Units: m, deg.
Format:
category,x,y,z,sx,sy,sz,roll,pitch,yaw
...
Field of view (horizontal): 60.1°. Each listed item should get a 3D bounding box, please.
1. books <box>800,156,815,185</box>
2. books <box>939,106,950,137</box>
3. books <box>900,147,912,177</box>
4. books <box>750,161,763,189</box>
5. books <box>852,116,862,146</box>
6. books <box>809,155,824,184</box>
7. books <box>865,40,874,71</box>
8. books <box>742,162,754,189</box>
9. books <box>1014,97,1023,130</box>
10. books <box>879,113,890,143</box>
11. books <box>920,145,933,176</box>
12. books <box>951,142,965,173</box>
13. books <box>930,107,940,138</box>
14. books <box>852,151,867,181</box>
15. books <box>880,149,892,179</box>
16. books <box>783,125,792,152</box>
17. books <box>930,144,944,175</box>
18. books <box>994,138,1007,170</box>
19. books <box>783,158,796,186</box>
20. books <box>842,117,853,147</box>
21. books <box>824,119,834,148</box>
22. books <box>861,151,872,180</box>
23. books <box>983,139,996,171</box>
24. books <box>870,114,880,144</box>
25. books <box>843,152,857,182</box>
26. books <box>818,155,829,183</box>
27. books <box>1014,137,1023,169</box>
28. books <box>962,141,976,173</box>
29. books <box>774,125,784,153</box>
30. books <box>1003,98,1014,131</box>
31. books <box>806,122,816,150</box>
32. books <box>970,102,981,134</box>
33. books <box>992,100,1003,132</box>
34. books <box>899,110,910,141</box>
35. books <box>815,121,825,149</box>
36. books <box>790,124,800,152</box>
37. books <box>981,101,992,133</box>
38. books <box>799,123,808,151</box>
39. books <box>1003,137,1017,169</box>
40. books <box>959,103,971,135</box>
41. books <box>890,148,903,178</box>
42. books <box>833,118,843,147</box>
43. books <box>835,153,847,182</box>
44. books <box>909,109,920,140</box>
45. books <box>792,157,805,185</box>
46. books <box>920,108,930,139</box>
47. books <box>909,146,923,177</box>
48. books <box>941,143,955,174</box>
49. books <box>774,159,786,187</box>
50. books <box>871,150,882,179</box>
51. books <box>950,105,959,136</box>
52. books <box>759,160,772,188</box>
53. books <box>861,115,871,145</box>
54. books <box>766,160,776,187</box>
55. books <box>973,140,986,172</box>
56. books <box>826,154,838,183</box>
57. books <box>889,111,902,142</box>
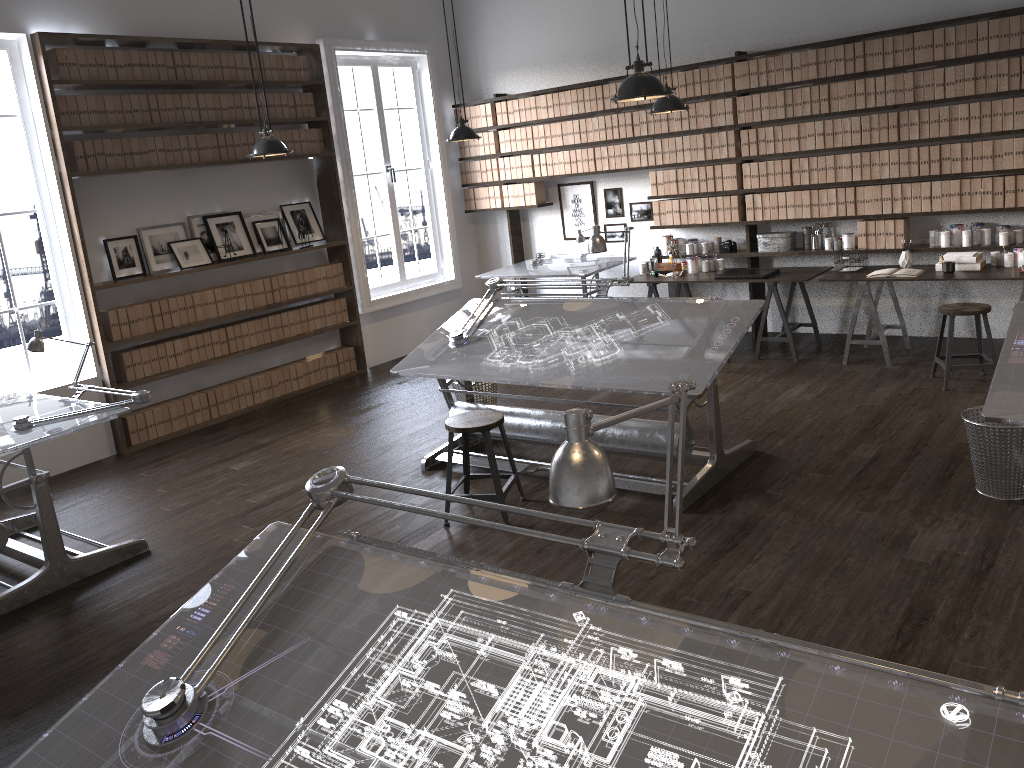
category,x,y,z,sx,sy,sz,roll,pitch,yaw
books,2.434,-1.748,7.276,0.067,0.223,0.176,2,15,37
books,3.234,-1.950,6.583,0.067,0.223,0.176,2,15,37
books,3.041,-1.700,6.809,0.067,0.223,0.176,2,15,37
books,2.099,-1.774,7.531,0.067,0.223,0.176,2,15,37
books,2.734,-1.989,6.967,0.067,0.223,0.176,2,15,37
books,2.493,-1.745,7.237,0.067,0.223,0.176,2,15,37
books,2.769,-2.517,6.795,0.067,0.223,0.176,2,15,37
books,2.044,-1.779,7.578,0.067,0.223,0.176,2,15,37
books,3.618,-1.920,6.288,0.067,0.223,0.176,2,15,37
books,2.898,-1.979,6.849,0.067,0.223,0.176,2,15,37
books,3.155,-1.693,6.729,0.067,0.223,0.176,2,15,37
books,3.327,-1.679,6.592,0.067,0.223,0.176,2,15,37
books,3.185,-1.956,6.629,0.067,0.223,0.176,2,15,37
books,2.760,-1.723,7.026,0.067,0.223,0.176,2,15,37
books,2.928,-1.710,6.899,0.067,0.223,0.176,2,15,37
books,2.300,-2.025,7.307,0.067,0.223,0.176,2,15,37
books,3.210,-1.687,6.680,0.067,0.223,0.176,2,15,37
books,3.547,-1.662,6.426,0.067,0.223,0.176,2,15,37
books,2.318,-1.757,7.365,0.067,0.223,0.176,2,15,37
books,2.679,-1.995,7.013,0.067,0.223,0.176,2,15,37
books,2.569,-2.004,7.100,0.067,0.223,0.176,2,15,37
books,2.818,-1.719,6.986,0.067,0.223,0.176,2,15,37
books,3.492,-1.665,6.463,0.067,0.223,0.176,2,15,37
books,2.844,-1.982,6.887,0.067,0.223,0.176,2,15,37
books,2.704,-1.728,7.071,0.067,0.223,0.176,2,15,37
books,2.549,-1.741,7.193,0.067,0.223,0.176,2,15,37
books,3.648,-1.653,6.345,0.067,0.223,0.176,2,15,37
books,3.385,-1.675,6.552,0.067,0.223,0.176,2,15,37
books,2.244,-2.030,7.350,0.067,0.223,0.176,2,15,37
books,3.563,-1.926,6.335,0.067,0.223,0.176,2,15,37
books,2.455,-2.012,7.185,0.067,0.223,0.176,2,15,37
books,3.395,-1.938,6.461,0.067,0.223,0.176,2,15,37
books,3.510,-1.931,6.380,0.067,0.223,0.176,2,15,37
books,3.016,-1.969,6.759,0.067,0.223,0.176,2,15,37
books,2.511,-2.007,7.139,0.067,0.223,0.176,2,15,37
books,2.350,-2.019,7.262,0.067,0.223,0.176,2,15,37
books,3.453,-1.935,6.421,0.067,0.223,0.176,2,15,37
books,2.406,-2.017,7.225,0.067,0.223,0.176,2,15,37
books,3.596,-1.658,6.386,0.067,0.223,0.176,2,15,37
books,3.339,-1.943,6.507,0.067,0.223,0.176,2,15,37
books,2.983,-1.705,6.853,0.067,0.223,0.176,2,15,37
books,2.626,-2.000,7.059,0.067,0.223,0.176,2,15,37
books,2.655,-1.732,7.111,0.067,0.223,0.176,2,15,37
books,3.070,-1.964,6.712,0.067,0.223,0.176,2,15,37
books,2.381,-1.754,7.323,0.067,0.223,0.176,2,15,37
books,3.128,-1.960,6.672,0.067,0.223,0.176,2,15,37
books,3.093,-1.698,6.774,0.067,0.223,0.176,2,15,37
books,3.273,-1.684,6.639,0.067,0.223,0.176,2,15,37
books,2.263,-1.763,7.414,0.067,0.223,0.176,2,15,37
books,2.875,-1.716,6.945,0.067,0.223,0.176,2,15,37
books,3.290,-1.947,6.546,0.067,0.223,0.176,2,15,37
books,2.156,-1.769,7.487,0.067,0.223,0.176,2,15,37
books,2.792,-1.985,6.923,0.067,0.223,0.176,2,15,37
books,2.209,-1.767,7.452,0.067,0.223,0.176,2,15,37
books,3.442,-1.671,6.509,0.067,0.223,0.176,2,15,37
books,2.599,-1.735,7.148,0.067,0.223,0.176,2,15,37
books,2.953,-1.973,6.800,0.067,0.223,0.176,2,15,37
